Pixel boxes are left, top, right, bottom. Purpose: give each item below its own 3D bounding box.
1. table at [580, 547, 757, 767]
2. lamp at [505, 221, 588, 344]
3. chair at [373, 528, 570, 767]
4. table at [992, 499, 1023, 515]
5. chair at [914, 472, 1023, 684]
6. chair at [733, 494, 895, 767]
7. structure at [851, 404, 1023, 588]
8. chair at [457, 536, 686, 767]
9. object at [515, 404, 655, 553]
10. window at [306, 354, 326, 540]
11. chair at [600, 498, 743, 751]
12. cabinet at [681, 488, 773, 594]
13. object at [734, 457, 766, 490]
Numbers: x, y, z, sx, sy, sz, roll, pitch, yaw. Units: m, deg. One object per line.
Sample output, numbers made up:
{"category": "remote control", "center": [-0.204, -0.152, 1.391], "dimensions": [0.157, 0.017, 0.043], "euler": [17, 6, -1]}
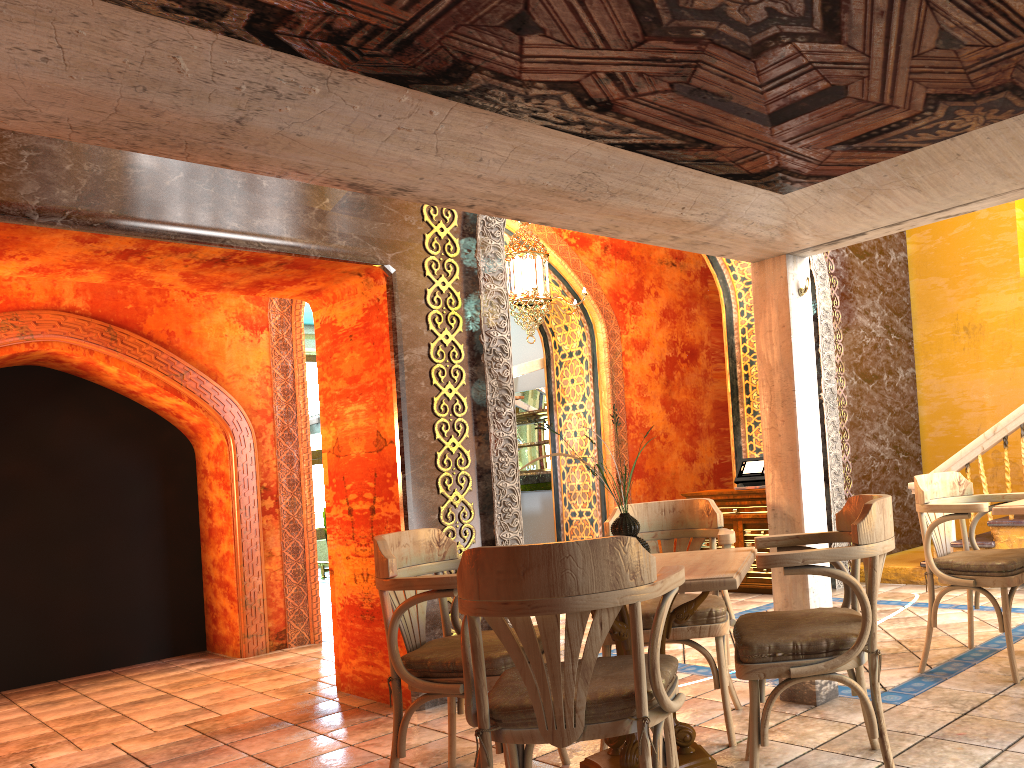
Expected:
{"category": "table", "center": [0.551, 1.259, 3.649], "dimensions": [0.956, 0.948, 1.043], "euler": [-5, -4, 14]}
{"category": "lamp", "center": [0.124, -1.588, 8.745], "dimensions": [1.444, 2.365, 0.995], "euler": [-3, -3, -41]}
{"category": "chair", "center": [-0.202, 1.227, 3.764], "dimensions": [0.670, 1.179, 0.814], "euler": [-5, -3, 14]}
{"category": "table", "center": [3.360, 1.099, 4.616], "dimensions": [1.180, 1.003, 0.935], "euler": [-1, -5, -41]}
{"category": "chair", "center": [2.849, 1.124, 5.193], "dimensions": [0.873, 1.179, 0.617], "euler": [-2, -3, -42]}
{"category": "chair", "center": [1.276, 1.082, 3.568], "dimensions": [0.684, 1.179, 0.799], "euler": [-5, -2, 9]}
{"category": "structure", "center": [5.660, 0.203, 7.632], "dimensions": [2.068, 3.140, 5.731], "euler": [-3, -5, -41]}
{"category": "chair", "center": [0.220, 1.099, 2.898], "dimensions": [0.768, 1.179, 0.711], "euler": [-5, -2, 7]}
{"category": "object", "center": [0.340, 0.434, 3.526], "dimensions": [0.719, 0.716, 0.225], "euler": [-3, -2, -28]}
{"category": "window", "center": [-3.944, 1.151, 15.435], "dimensions": [1.717, 3.419, 0.079], "euler": [-3, -2, -41]}
{"category": "chair", "center": [0.802, 1.214, 4.436], "dimensions": [0.768, 1.179, 0.711], "euler": [-5, -2, 7]}
{"category": "cabinet", "center": [2.463, 1.608, 8.756], "dimensions": [0.554, 1.053, 1.325], "euler": [-3, -4, -41]}
{"category": "object", "center": [2.511, 0.912, 8.735], "dimensions": [0.410, 0.318, 0.281], "euler": [-8, -4, 38]}
